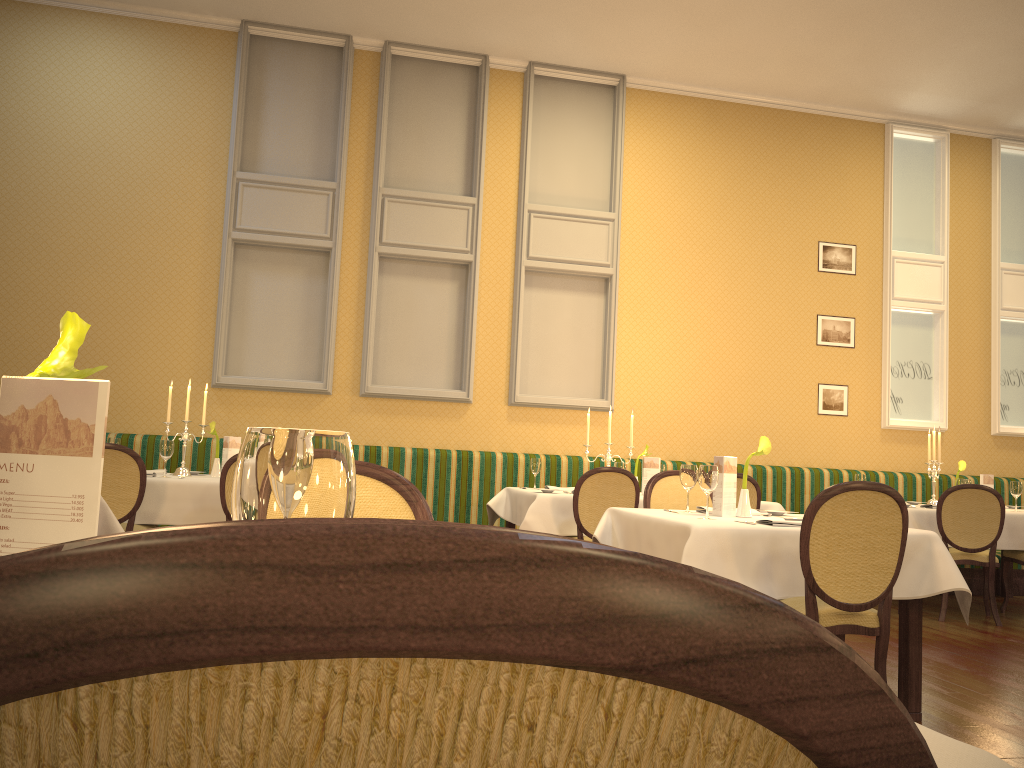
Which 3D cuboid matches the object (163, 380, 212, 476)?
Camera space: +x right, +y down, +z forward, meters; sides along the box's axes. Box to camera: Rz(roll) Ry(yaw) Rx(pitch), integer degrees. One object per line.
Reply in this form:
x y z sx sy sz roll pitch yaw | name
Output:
-2.162 0.285 5.883 0.131 0.655 0.390 0 -6 34 | object

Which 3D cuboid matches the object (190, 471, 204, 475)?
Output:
-2.204 0.617 6.123 0.160 0.024 0.160 4 -5 -12 | object

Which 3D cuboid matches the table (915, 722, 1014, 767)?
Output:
-0.549 0.642 0.889 2.152 0.759 1.385 4 -5 -12 | table

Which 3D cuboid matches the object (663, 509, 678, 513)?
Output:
0.763 0.606 4.231 0.017 0.010 0.185 4 -5 -11 | object

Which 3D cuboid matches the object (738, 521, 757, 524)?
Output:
0.952 0.564 3.633 0.017 0.010 0.185 4 -5 -12 | object

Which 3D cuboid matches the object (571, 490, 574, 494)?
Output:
0.552 0.738 6.013 0.273 0.033 0.142 4 -5 -12 | object

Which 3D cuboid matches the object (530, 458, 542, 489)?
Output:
0.174 0.669 6.606 0.088 0.229 0.088 -1 -6 36 | object

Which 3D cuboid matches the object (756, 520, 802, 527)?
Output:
1.151 0.567 3.609 0.273 0.024 0.142 4 -5 -12 | object

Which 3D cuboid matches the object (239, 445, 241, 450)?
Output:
-1.677 0.493 5.585 0.088 0.229 0.088 -1 -6 36 | object

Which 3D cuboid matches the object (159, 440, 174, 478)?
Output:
-2.135 0.461 5.470 0.088 0.229 0.088 -1 -6 36 | object

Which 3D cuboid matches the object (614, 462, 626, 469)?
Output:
0.738 0.652 6.083 0.088 0.229 0.088 -1 -6 36 | object

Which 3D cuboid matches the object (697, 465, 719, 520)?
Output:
0.834 0.461 3.776 0.088 0.229 0.088 -1 -6 36 | object

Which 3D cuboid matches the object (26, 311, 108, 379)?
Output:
-0.571 0.089 1.053 0.076 0.375 0.163 2 -5 10 | object

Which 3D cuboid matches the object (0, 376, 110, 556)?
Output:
-0.496 0.133 0.919 0.081 0.277 0.166 7 -6 -40 | object

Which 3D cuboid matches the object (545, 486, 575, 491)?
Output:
0.392 0.779 6.590 0.273 0.033 0.142 4 -5 -12 | object

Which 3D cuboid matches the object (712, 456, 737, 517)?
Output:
0.970 0.473 4.101 0.081 0.277 0.166 -1 -6 34 | object

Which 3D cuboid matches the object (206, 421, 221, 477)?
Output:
-1.992 0.439 5.943 0.076 0.375 0.163 2 -5 10 | object

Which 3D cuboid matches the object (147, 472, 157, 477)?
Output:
-2.320 0.548 5.400 0.273 0.033 0.142 4 -5 -12 | object

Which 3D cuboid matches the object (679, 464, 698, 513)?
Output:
0.848 0.503 4.265 0.088 0.229 0.088 -1 -6 36 | object

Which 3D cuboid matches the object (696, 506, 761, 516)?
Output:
1.046 0.616 4.289 0.273 0.033 0.142 4 -5 -12 | object

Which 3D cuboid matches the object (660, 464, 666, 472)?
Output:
1.133 0.732 6.805 0.088 0.229 0.088 -1 -6 36 | object

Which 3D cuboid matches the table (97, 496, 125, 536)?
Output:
-2.251 0.758 3.223 1.395 0.759 1.389 4 -5 -10 | table

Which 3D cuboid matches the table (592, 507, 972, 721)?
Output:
1.107 0.980 3.940 1.395 0.759 1.389 4 -5 -10 | table

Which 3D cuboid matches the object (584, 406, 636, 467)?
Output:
0.709 0.475 6.496 0.390 0.655 0.131 2 -5 7 | object

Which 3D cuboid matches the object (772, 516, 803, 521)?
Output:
1.214 0.586 3.814 0.160 0.024 0.160 4 -5 -12 | object

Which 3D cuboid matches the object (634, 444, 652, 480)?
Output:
0.956 0.633 6.599 0.163 0.375 0.076 6 -6 -30 | object

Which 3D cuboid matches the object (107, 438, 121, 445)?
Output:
-2.698 0.478 5.992 0.088 0.229 0.088 -1 -6 36 | object

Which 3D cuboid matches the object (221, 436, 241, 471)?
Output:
-1.858 0.481 5.805 0.081 0.277 0.166 2 -5 9 | object

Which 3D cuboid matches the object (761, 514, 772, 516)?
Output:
1.212 0.632 4.308 0.038 0.015 0.181 4 -5 -11 | object

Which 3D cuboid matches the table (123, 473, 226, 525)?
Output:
-1.949 0.986 5.753 2.152 0.759 1.385 4 -5 -12 | table

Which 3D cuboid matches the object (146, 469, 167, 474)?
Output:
-2.480 0.589 5.977 0.273 0.033 0.142 4 -5 -12 | object

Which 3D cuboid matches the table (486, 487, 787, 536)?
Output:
0.924 1.177 6.366 2.152 0.759 1.385 4 -5 -12 | table

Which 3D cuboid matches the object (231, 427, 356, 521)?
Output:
-0.161 0.147 0.638 0.088 0.229 0.088 -1 -6 36 | object

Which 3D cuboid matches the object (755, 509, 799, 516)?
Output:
1.302 0.638 4.374 0.160 0.024 0.160 4 -5 -12 | object

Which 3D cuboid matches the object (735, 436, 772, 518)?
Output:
1.097 0.423 4.044 0.076 0.375 0.163 6 -6 -35 | object

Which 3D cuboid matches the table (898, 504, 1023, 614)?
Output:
3.563 1.352 6.930 2.152 0.759 1.385 4 -5 -12 | table
